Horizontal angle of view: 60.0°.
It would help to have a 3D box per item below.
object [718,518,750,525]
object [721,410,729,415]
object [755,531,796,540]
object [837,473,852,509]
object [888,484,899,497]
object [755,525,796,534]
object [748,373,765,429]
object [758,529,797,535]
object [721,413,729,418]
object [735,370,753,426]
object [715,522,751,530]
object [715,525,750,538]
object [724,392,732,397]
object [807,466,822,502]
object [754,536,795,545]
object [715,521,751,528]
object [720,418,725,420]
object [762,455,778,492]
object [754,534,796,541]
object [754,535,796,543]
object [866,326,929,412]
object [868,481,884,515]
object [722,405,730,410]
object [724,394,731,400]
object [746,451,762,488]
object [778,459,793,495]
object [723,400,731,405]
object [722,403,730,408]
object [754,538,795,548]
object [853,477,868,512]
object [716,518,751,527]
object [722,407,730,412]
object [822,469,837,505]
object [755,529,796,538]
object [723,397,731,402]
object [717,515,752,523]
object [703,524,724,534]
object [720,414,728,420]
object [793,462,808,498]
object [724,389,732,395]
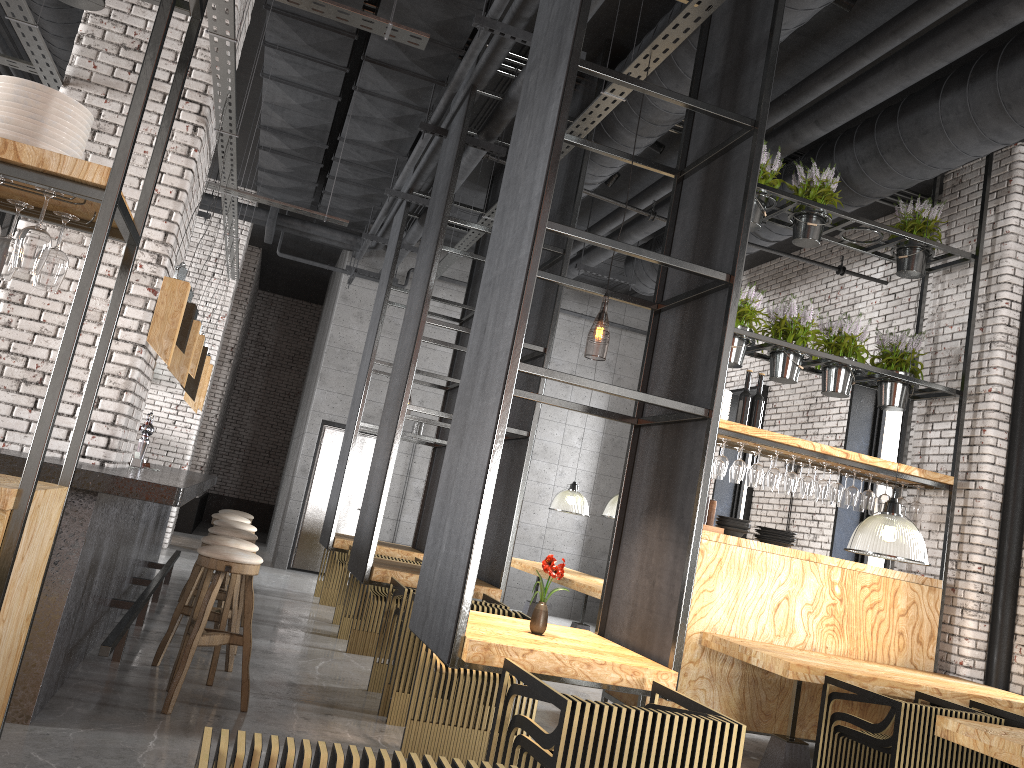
[{"bbox_3d":[1.630,1.046,6.541,0.256,0.072,0.256,14,-9,-15],"label":"object"},{"bbox_3d":[1.439,0.210,6.578,0.335,0.040,0.333,4,-11,38],"label":"object"},{"bbox_3d":[1.961,1.143,6.610,0.306,0.042,0.304,6,-10,31],"label":"object"},{"bbox_3d":[2.631,0.845,7.007,0.101,0.268,0.100,9,-10,15],"label":"object"},{"bbox_3d":[3.045,0.946,7.121,0.101,0.268,0.100,9,-10,15],"label":"object"},{"bbox_3d":[1.969,1.104,6.618,0.305,0.040,0.305,17,-10,-32],"label":"object"},{"bbox_3d":[1.858,0.150,6.713,0.098,0.473,0.098,19,-12,-37],"label":"object"},{"bbox_3d":[1.966,1.118,6.616,0.305,0.049,0.305,10,-9,10],"label":"object"},{"bbox_3d":[1.436,0.229,6.575,0.335,0.037,0.333,4,-11,40],"label":"object"},{"bbox_3d":[1.757,0.126,6.685,0.098,0.473,0.098,19,-12,-37],"label":"object"},{"bbox_3d":[1.623,1.074,6.535,0.257,0.076,0.256,14,-9,-15],"label":"object"},{"bbox_3d":[1.619,1.097,6.531,0.257,0.068,0.256,13,-9,-8],"label":"object"},{"bbox_3d":[1.464,0.082,6.601,0.333,0.039,0.335,19,-11,-40],"label":"object"},{"bbox_3d":[2.363,0.780,6.933,0.101,0.268,0.100,8,-10,21],"label":"object"},{"bbox_3d":[1.953,1.181,6.603,0.306,0.041,0.305,11,-9,2],"label":"object"},{"bbox_3d":[1.625,1.067,6.537,0.257,0.076,0.256,10,-9,10],"label":"object"},{"bbox_3d":[1.428,0.267,6.569,0.335,0.033,0.333,8,-9,23],"label":"object"},{"bbox_3d":[1.989,0.689,6.830,0.101,0.268,0.100,8,-10,21],"label":"object"},{"bbox_3d":[1.957,1.157,6.607,0.306,0.046,0.304,6,-10,32],"label":"object"},{"bbox_3d":[1.956,1.166,6.606,0.305,0.044,0.305,14,-9,-14],"label":"object"},{"bbox_3d":[3.071,-0.074,7.107,0.416,0.561,0.465,11,-9,4],"label":"object"},{"bbox_3d":[2.907,0.912,7.083,0.101,0.268,0.100,9,-10,15],"label":"object"},{"bbox_3d":[1.447,0.172,6.585,0.335,0.041,0.333,10,-9,7],"label":"object"},{"bbox_3d":[1.460,0.100,6.599,0.334,0.044,0.333,3,-12,45],"label":"object"},{"bbox_3d":[1.851,0.655,6.792,0.101,0.268,0.100,8,-10,21],"label":"object"},{"bbox_3d":[2.120,0.721,6.866,0.101,0.268,0.100,8,-10,21],"label":"object"},{"bbox_3d":[1.453,0.138,6.591,0.333,0.043,0.334,17,-10,-31],"label":"object"},{"bbox_3d":[1.449,0.157,6.588,0.334,0.039,0.334,12,-9,-7],"label":"object"},{"bbox_3d":[1.952,1.191,6.602,0.306,0.035,0.304,8,-9,22],"label":"object"},{"bbox_3d":[2.769,0.879,7.045,0.101,0.268,0.100,9,-10,15],"label":"object"},{"bbox_3d":[1.629,1.050,6.539,0.256,0.072,0.257,19,-12,-43],"label":"object"},{"bbox_3d":[1.442,0.191,6.582,0.335,0.039,0.333,4,-11,41],"label":"object"},{"bbox_3d":[2.492,0.811,6.969,0.101,0.268,0.100,8,-10,21],"label":"object"},{"bbox_3d":[1.964,1.129,6.613,0.305,0.038,0.305,14,-9,-14],"label":"object"},{"bbox_3d":[1.457,0.119,6.595,0.335,0.041,0.333,3,-12,43],"label":"object"},{"bbox_3d":[1.636,1.021,6.545,0.257,0.076,0.255,8,-9,22],"label":"object"},{"bbox_3d":[1.261,1.031,6.484,0.411,0.050,0.410,14,-9,-16],"label":"object"},{"bbox_3d":[1.431,0.247,6.573,0.334,0.046,0.334,17,-11,-34],"label":"object"},{"bbox_3d":[2.243,0.751,6.900,0.101,0.268,0.100,8,-10,21],"label":"object"},{"bbox_3d":[1.468,0.063,6.605,0.333,0.039,0.335,19,-12,-41],"label":"object"}]
